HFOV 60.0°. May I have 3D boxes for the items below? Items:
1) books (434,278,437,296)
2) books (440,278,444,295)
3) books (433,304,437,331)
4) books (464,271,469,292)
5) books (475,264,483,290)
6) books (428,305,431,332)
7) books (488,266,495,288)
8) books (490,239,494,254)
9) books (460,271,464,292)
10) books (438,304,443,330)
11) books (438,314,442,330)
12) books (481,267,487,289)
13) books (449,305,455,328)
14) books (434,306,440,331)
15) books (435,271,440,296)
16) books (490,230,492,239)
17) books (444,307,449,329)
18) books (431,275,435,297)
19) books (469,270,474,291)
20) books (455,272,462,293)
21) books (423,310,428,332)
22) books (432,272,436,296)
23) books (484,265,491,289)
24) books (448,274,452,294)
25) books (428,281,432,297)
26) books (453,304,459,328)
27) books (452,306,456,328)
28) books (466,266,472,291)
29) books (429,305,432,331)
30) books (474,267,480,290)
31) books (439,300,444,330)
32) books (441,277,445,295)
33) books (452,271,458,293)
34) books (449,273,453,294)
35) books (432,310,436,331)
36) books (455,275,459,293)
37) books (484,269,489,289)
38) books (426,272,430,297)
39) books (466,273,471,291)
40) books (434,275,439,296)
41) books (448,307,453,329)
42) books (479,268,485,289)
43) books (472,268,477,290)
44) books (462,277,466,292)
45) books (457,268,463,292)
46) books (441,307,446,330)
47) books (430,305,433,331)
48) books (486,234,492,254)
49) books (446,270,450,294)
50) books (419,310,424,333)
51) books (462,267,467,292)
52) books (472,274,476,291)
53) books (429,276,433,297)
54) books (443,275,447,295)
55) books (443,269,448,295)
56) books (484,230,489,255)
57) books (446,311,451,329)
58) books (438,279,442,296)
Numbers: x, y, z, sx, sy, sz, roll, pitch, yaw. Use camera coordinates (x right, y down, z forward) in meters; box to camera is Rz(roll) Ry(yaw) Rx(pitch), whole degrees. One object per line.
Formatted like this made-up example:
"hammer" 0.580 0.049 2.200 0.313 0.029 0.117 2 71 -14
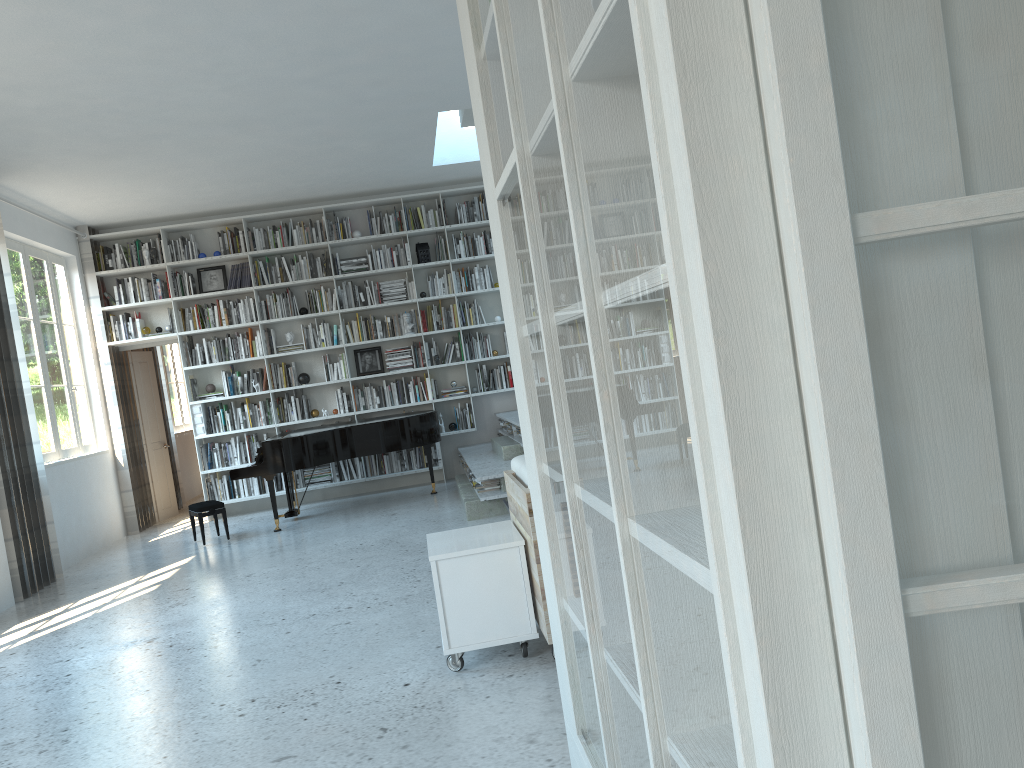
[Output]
"books" -0.844 -1.052 9.762 0.023 0.207 0.171 -9 2 -6
"books" -0.776 -1.056 9.757 0.027 0.196 0.185 -9 2 -6
"books" -0.849 -0.722 9.758 0.019 0.294 0.163 -9 2 -6
"books" -0.507 -1.119 9.797 0.013 0.236 0.157 -9 2 -6
"books" -0.366 -1.170 9.817 0.027 0.295 0.159 -9 2 -6
"books" -0.912 -0.712 9.763 0.035 0.293 0.145 -9 2 -6
"books" -0.231 -1.170 9.835 0.034 0.254 0.161 -9 2 -6
"books" -0.227 -1.505 9.815 0.027 0.182 0.176 -9 2 -6
"books" -0.554 -1.117 9.783 0.014 0.248 0.176 -9 2 -6
"books" -0.784 -0.731 9.751 0.019 0.293 0.182 -9 2 -6
"books" -0.800 -0.673 9.790 0.030 0.181 0.131 -9 2 -6
"books" -0.315 -1.162 9.829 0.024 0.262 0.133 -9 2 -6
"books" -0.659 -0.738 9.785 0.032 0.266 0.143 -9 2 -6
"books" -0.831 -0.717 9.783 0.035 0.278 0.139 -9 2 -6
"books" -0.814 -1.090 9.738 0.028 0.275 0.186 -9 2 -6
"books" -0.206 -1.560 9.804 0.029 0.285 0.183 -9 2 -6
"books" -0.727 -0.714 9.756 0.027 0.242 0.188 -9 2 -6
"books" -0.872 -1.069 9.759 0.028 0.250 0.164 -9 2 -6
"books" -0.449 -1.128 9.792 0.022 0.237 0.164 -9 2 -6
"books" -0.592 -1.109 9.800 0.030 0.242 0.138 -9 2 -6
"books" -0.952 -0.684 9.775 0.013 0.247 0.176 -9 2 -6
"books" -0.860 -1.084 9.761 0.019 0.275 0.146 -9 2 -6
"books" -0.268 -1.173 9.808 0.024 0.272 0.169 -9 2 -6
"books" -0.689 -1.086 9.757 0.028 0.230 0.176 -9 2 -6
"books" -0.902 -1.031 9.741 0.028 0.185 0.181 -9 2 -6
"books" -0.623 -0.745 9.802 0.033 0.269 0.141 -9 2 -6
"books" -0.641 -0.731 9.803 0.019 0.248 0.149 -9 2 -6
"books" -0.469 -1.146 9.783 0.014 0.280 0.177 -9 2 -6
"books" -0.897 -0.714 9.750 0.035 0.293 0.145 -9 2 -6
"books" -0.389 -1.150 9.789 0.030 0.263 0.182 -9 2 -6
"books" -0.777 -0.756 9.770 0.021 0.338 0.169 -9 2 -6
"books" -0.756 -1.067 9.760 0.029 0.211 0.157 -9 2 -6
"books" -0.631 -1.107 9.772 0.028 0.251 0.190 -9 2 -6
"books" -0.673 -1.093 9.775 0.026 0.238 0.173 -9 2 -6
"books" -0.862 -0.689 9.760 0.015 0.232 0.180 -9 2 -6
"books" -0.611 -1.090 9.802 0.013 0.210 0.140 -9 2 -6
"books" -0.288 -1.150 9.818 0.021 0.232 0.183 -9 2 -6
"books" -0.924 -1.079 9.759 0.018 0.285 0.159 -9 2 -6
"books" -0.487 -1.112 9.802 0.026 0.216 0.161 -9 2 -6
"books" -0.830 -1.068 9.758 0.023 0.236 0.178 -9 2 -6
"books" -0.681 -0.721 9.788 0.028 0.239 0.145 -9 2 -6
"books" -0.335 -1.149 9.806 0.025 0.245 0.183 -9 2 -6
"books" -0.411 -1.144 9.811 0.011 0.257 0.131 -9 2 -6
"books" -0.533 -1.086 9.798 0.021 0.179 0.136 -9 2 -6
"books" -0.572 -1.130 9.797 0.014 0.278 0.154 -9 2 -6
"books" -0.753 -0.716 9.777 0.033 0.253 0.174 -9 2 -6
"books" -0.887 -0.716 9.766 0.035 0.293 0.145 -9 2 -6
"books" -0.259 -1.528 9.807 0.030 0.238 0.185 -9 2 -6
"books" -0.711 -1.107 9.771 0.025 0.277 0.173 -9 2 -6
"books" -0.998 -0.680 9.758 0.014 0.254 0.161 -9 2 -6
"books" -0.526 -1.140 9.815 0.014 0.284 0.135 -9 2 -6
"books" -0.424 -1.110 9.804 0.025 0.194 0.171 -9 2 -6
"books" -0.889 -1.063 9.762 0.024 0.243 0.159 -9 2 -6
"books" -0.740 -1.081 9.768 0.024 0.234 0.149 -9 2 -6
"books" -0.728 -1.113 9.771 0.028 0.293 0.154 -9 2 -6
"books" -0.285 -1.549 9.822 0.012 0.285 0.159 -9 2 -6
"books" -0.701 -0.699 9.767 0.034 0.204 0.181 -9 2 -6
"books" -0.794 -1.053 9.752 0.024 0.195 0.172 -9 2 -6
